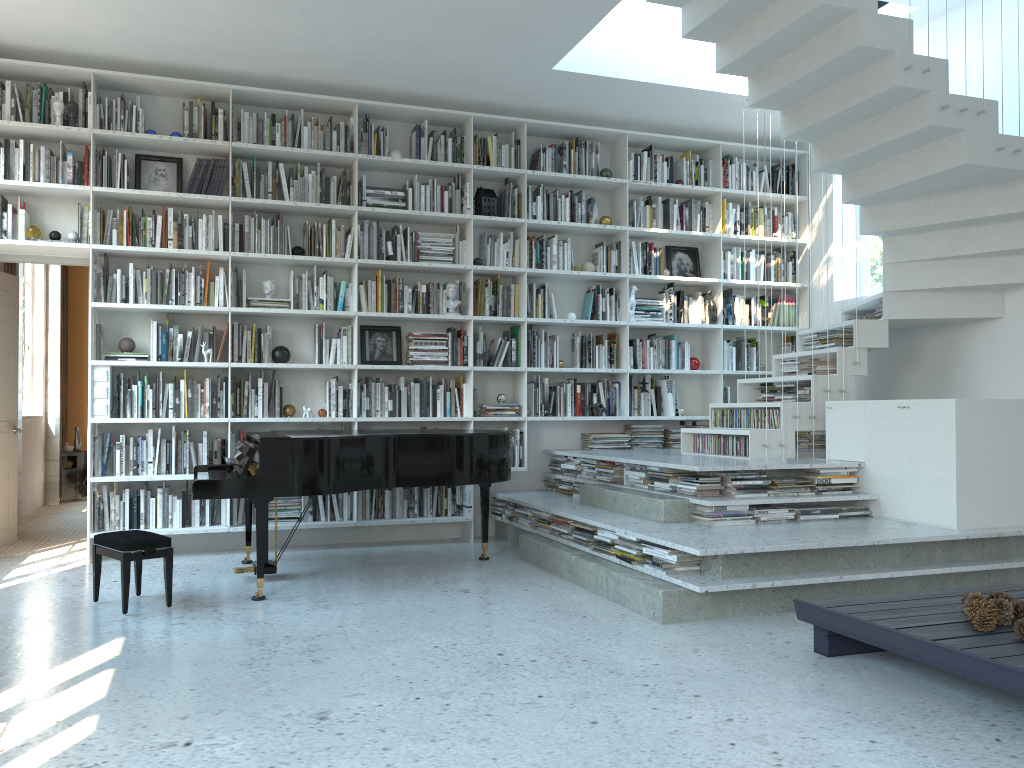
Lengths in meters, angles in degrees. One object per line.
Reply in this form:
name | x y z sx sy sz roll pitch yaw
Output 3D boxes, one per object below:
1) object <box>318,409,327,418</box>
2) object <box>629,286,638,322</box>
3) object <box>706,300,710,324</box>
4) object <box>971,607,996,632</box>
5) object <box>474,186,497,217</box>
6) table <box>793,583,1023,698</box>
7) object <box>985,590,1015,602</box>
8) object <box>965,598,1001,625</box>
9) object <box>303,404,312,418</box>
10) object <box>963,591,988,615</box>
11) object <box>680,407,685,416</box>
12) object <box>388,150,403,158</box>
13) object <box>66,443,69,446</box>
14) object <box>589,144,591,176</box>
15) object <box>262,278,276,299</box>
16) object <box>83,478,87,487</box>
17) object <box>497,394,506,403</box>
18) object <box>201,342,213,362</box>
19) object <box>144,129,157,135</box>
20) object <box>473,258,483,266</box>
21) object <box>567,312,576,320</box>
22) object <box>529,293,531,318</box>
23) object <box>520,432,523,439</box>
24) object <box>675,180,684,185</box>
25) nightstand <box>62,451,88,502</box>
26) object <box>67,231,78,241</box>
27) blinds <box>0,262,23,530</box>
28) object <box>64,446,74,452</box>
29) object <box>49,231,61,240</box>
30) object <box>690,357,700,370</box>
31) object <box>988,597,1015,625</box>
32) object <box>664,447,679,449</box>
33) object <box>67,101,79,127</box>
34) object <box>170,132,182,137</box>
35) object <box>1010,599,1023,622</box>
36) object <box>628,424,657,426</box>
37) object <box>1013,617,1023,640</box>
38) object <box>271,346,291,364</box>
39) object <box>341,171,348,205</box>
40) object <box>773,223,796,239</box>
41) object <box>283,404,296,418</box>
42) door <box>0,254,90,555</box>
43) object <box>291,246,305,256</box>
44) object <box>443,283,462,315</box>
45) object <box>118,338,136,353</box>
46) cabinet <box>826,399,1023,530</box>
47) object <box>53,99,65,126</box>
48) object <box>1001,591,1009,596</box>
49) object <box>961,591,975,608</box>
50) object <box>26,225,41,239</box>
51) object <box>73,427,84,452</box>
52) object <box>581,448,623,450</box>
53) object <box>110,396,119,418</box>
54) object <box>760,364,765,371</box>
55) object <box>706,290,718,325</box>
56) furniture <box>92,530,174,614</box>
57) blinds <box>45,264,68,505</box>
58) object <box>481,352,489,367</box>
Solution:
object | -1.330 0.204 6.220 0.061 0.062 0.061 -1 -2 29
object | 0.934 -0.622 6.913 0.087 0.288 0.075 0 -1 16
object | 1.573 -0.576 7.303 0.022 0.211 0.179 0 -1 -19
object | 1.610 0.809 3.027 0.082 0.085 0.082 0 -1 -5
object | -0.198 -1.347 6.626 0.135 0.248 0.135 1 -1 -29
table | 1.904 0.933 3.078 1.270 0.218 1.258 1 -2 -19
object | 1.776 0.800 3.214 0.099 0.102 0.097 -1 -2 41
object | 1.641 0.803 3.096 0.110 0.101 0.114 1 -2 -37
object | -1.421 0.187 6.163 0.060 0.095 0.078 0 -1 -3
object | 1.665 0.792 3.177 0.090 0.106 0.097 0 -1 2
object | 1.370 0.226 7.218 0.071 0.072 0.071 -1 -2 29
object | -0.847 -1.647 6.436 0.105 0.106 0.104 1 -2 -42
object | -4.834 0.676 9.553 0.106 0.103 0.106 0 -1 -12
object | 0.593 -1.729 6.993 0.006 0.297 0.129 0 -1 -19
object | -1.692 -0.663 6.165 0.095 0.157 0.121 0 -1 -6
object | -3.488 0.757 9.008 1.481 0.540 1.451 1 -2 -20
object | -0.079 0.108 6.609 0.071 0.072 0.071 -1 -2 29
object | -2.023 -0.210 5.871 0.081 0.140 0.044 1 -1 -36
object | -2.402 -1.650 5.900 0.082 0.083 0.082 1 -2 -42
object | -0.254 -0.899 6.567 0.071 0.072 0.071 -1 -2 29
object | 0.461 -0.518 6.864 0.071 0.072 0.071 -1 -2 29
object | 0.117 -0.587 6.800 0.013 0.208 0.140 0 -1 -19
object | 0.062 0.490 6.673 0.011 0.260 0.142 0 -1 -19
object | 1.351 -1.612 7.153 0.071 0.072 0.071 -1 -2 29
nightstand | -4.871 0.986 9.494 0.650 0.518 0.431 0 -1 -17
object | -2.836 -0.952 5.730 0.071 0.072 0.071 1 -2 -42
blinds | -3.885 -0.451 6.774 0.140 3.230 0.776 0 -1 -19
object | -4.736 0.695 9.465 0.118 0.061 0.118 0 -2 -12
object | -2.943 -0.952 5.714 0.071 0.072 0.071 1 -2 -42
object | 1.475 -0.161 7.238 0.115 0.116 0.115 1 -2 -42
object | 1.712 0.798 3.115 0.094 0.108 0.108 -1 -2 38
object | 1.402 0.517 7.239 0.327 0.008 0.207 1 -2 -19
object | -2.796 -1.702 5.644 0.067 0.198 0.067 -1 -1 23
object | -2.254 -1.649 5.952 0.082 0.083 0.082 1 -2 -42
object | 1.796 0.806 3.149 0.106 0.086 0.091 0 -1 -5
object | 1.056 0.329 7.108 0.285 0.005 0.159 0 -2 -14
object | 1.686 0.802 2.886 0.081 0.083 0.098 0 -2 -14
object | -1.606 -0.199 6.165 0.133 0.135 0.134 -1 -2 29
object | -1.167 -1.361 6.214 0.075 0.254 0.075 1 -1 -41
object | 2.277 -1.271 7.432 0.203 0.137 0.095 0 -1 -3
object | -1.556 0.188 6.186 0.091 0.092 0.091 1 -2 -42
door | -3.312 0.157 6.164 0.834 1.980 0.786 0 -1 -19
object | -1.497 -0.916 6.197 0.097 0.098 0.097 -1 -2 29
object | -0.436 -0.613 6.460 0.138 0.244 0.137 -1 -2 36
object | -2.535 -0.252 5.839 0.105 0.106 0.105 1 -2 -42
cabinet | 2.326 0.426 5.063 0.551 0.667 0.993 0 -2 -19
object | -2.872 -1.703 5.617 0.067 0.198 0.067 -1 -1 23
object | 1.814 0.810 3.265 0.078 0.101 0.086 -1 -2 45
object | 1.733 0.819 3.316 0.078 0.084 0.098 0 -2 -19
object | -3.036 -0.962 5.630 0.087 0.088 0.087 -1 -2 29
object | -4.697 0.595 9.586 0.091 0.268 0.091 -1 -1 26
object | 0.739 0.512 6.991 0.345 0.007 0.193 1 -2 -24
object | -2.554 0.150 5.698 0.045 0.146 0.045 0 -1 19
object | 2.090 -0.133 7.458 0.071 0.072 0.071 -1 -2 29
object | 1.618 -0.615 7.173 0.087 0.288 0.075 0 -1 16
furniture | -1.863 0.904 4.349 0.240 0.353 0.467 1 -2 -44
blinds | -4.813 -0.368 9.408 0.140 3.230 0.776 0 -1 -19
object | -0.196 -0.180 6.511 0.054 0.113 0.079 0 -1 -21
